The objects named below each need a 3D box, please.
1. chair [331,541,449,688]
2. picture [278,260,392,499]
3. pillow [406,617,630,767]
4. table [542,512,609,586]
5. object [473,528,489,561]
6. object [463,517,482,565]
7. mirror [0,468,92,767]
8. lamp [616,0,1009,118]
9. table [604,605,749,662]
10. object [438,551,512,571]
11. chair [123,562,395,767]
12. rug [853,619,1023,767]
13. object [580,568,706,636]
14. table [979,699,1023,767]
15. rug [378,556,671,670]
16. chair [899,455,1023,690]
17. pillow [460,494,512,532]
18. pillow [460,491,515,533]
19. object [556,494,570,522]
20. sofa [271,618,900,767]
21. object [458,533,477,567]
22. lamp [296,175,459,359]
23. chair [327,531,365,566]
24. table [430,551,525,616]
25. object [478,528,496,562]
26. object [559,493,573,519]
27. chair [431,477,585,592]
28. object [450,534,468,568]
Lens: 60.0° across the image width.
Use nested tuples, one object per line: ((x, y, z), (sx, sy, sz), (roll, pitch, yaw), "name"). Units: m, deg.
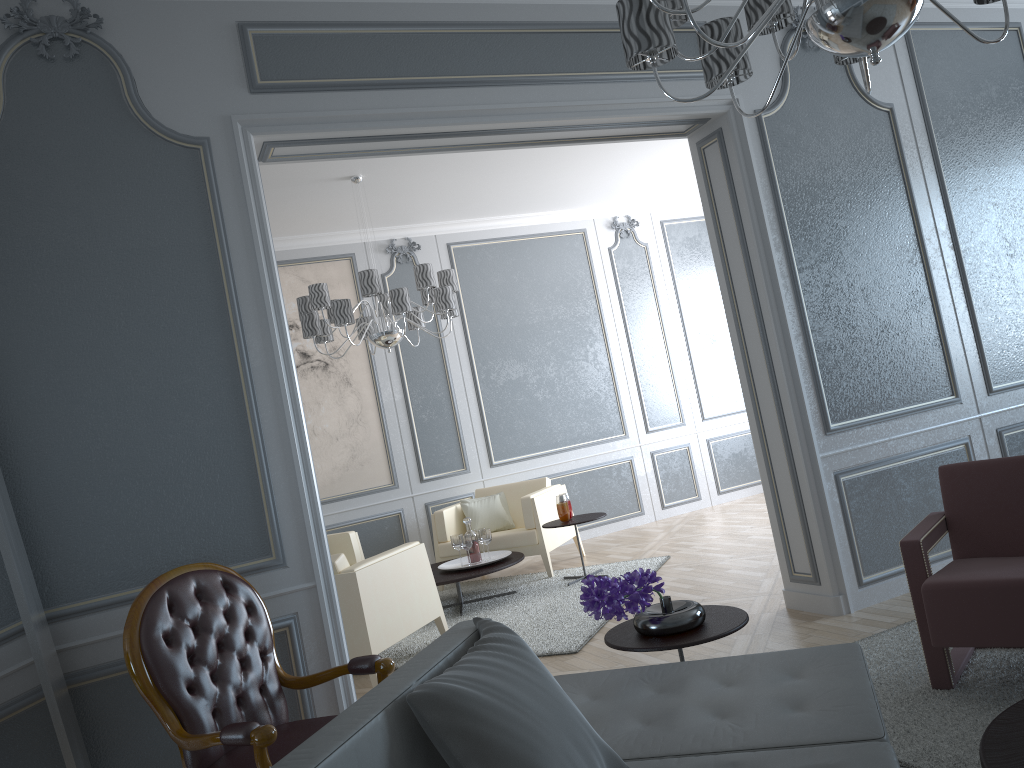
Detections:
((-0.884, 1.128, 4.383), (0.854, 0.621, 0.737), (-12, -3, 22), "chair")
((-1.625, -0.005, 6.557), (1.200, 1.753, 0.001), (-10, -4, -23), "picture")
((0.026, 0.604, 1.488), (0.253, 0.354, 0.422), (-12, -3, 14), "pillow")
((0.429, 1.042, 5.575), (0.413, 0.385, 0.414), (-13, -3, 24), "table")
((-0.187, 1.014, 5.604), (0.080, 0.196, 0.080), (-8, -4, -40), "object")
((-0.254, 0.977, 5.544), (0.086, 0.290, 0.086), (-11, -3, -2), "object")
((-1.108, 0.461, 1.859), (0.251, 1.794, 1.397), (-10, -4, -23), "mirror")
((0.637, -1.205, 1.858), (0.977, 1.121, 0.974), (-9, -4, -35), "lamp")
((0.504, 0.878, 2.524), (0.415, 0.385, 0.413), (-9, -4, -36), "table")
((-0.229, 1.108, 5.524), (0.468, 0.028, 0.467), (-11, -3, -11), "object")
((-0.655, 0.884, 2.429), (0.574, 0.829, 0.573), (-13, -4, 27), "chair")
((1.274, 0.881, 1.554), (2.020, 0.010, 3.197), (-10, -3, -23), "rug")
((0.367, 0.592, 2.445), (0.206, 0.221, 0.425), (-14, -4, 37), "object")
((1.329, 0.753, 1.548), (0.882, 0.239, 0.881), (-11, -3, -6), "table")
((-0.251, 1.352, 5.217), (1.997, 0.010, 2.001), (-12, -3, 22), "rug")
((1.537, 0.561, 2.676), (0.575, 0.621, 0.607), (-14, -4, 37), "chair")
((-0.185, 0.945, 6.372), (0.312, 0.245, 0.163), (-10, -4, -29), "pillow")
((-0.176, 0.948, 6.460), (0.351, 0.276, 0.183), (-10, -3, -18), "pillow")
((0.320, 0.783, 5.581), (0.075, 0.166, 0.075), (-9, -4, -34), "object")
((0.158, 0.742, 1.215), (0.809, 0.668, 2.204), (-12, -3, 17), "sofa")
((-0.272, 1.024, 5.453), (0.080, 0.196, 0.080), (-10, -4, -20), "object")
((-0.867, -0.739, 5.494), (0.977, 1.121, 0.974), (-9, -4, -35), "lamp")
((-1.442, 1.300, 5.731), (0.736, 0.621, 0.855), (-12, -3, 22), "chair")
((-0.333, 1.265, 5.520), (0.883, 0.239, 0.880), (-10, -3, -26), "table")
((-0.154, 1.004, 5.528), (0.080, 0.196, 0.080), (-8, -4, -40), "object")
((0.343, 0.782, 5.665), (0.075, 0.166, 0.075), (-13, -4, 26), "object")
((-0.045, 1.050, 6.344), (0.854, 0.621, 0.737), (-12, -3, 22), "chair")
((-0.329, 1.039, 5.531), (0.080, 0.196, 0.080), (-8, -4, -40), "object")
